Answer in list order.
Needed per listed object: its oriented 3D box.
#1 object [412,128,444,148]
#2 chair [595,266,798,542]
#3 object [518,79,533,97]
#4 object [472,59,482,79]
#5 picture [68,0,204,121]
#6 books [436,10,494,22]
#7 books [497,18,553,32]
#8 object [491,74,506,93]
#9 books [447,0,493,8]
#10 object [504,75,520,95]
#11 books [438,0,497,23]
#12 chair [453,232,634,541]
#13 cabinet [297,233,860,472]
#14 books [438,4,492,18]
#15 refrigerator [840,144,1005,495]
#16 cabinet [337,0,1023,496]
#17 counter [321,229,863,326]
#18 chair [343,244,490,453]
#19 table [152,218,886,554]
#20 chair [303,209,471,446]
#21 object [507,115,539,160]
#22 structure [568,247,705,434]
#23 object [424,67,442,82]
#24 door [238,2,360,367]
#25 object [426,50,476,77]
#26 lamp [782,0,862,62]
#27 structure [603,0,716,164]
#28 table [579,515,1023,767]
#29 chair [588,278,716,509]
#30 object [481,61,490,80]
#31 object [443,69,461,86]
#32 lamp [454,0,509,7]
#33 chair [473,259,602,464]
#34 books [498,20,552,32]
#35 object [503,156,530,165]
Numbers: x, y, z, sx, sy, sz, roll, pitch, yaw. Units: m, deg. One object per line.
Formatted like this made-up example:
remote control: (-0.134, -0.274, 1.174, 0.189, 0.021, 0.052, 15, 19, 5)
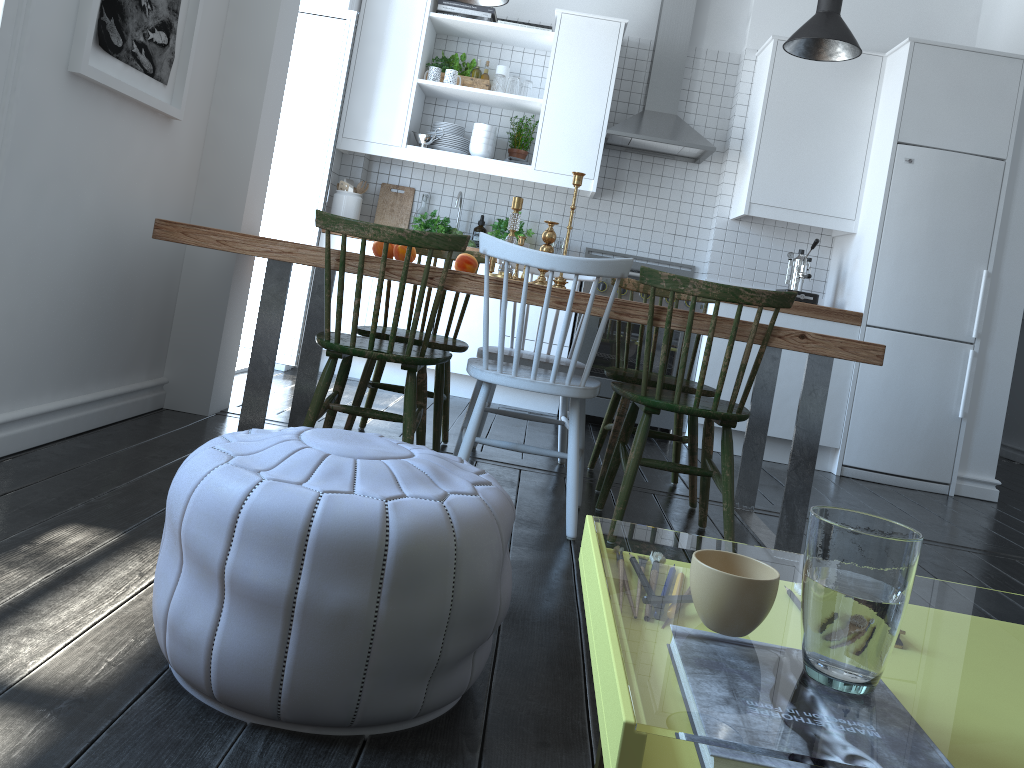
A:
object: (-0.514, -1.487, 5.321, 0.211, 0.135, 0.102, 11, 2, 14)
chair: (0.539, 0.078, 2.763, 0.467, 0.827, 0.486, 10, 1, 0)
object: (0.082, -1.788, 5.363, 0.085, 0.119, 0.087, 9, 2, -29)
object: (-0.223, -1.922, 5.514, 0.059, 0.225, 0.060, 10, 0, -15)
picture: (-1.142, -1.339, 2.777, 0.083, 0.887, 0.689, 10, 2, 1)
books: (-0.283, -2.242, 5.488, 0.351, 0.044, 0.260, 10, 6, 4)
books: (0.084, -2.201, 5.478, 0.341, 0.016, 0.276, 10, 6, 3)
object: (-0.080, -1.812, 5.332, 0.087, 0.119, 0.085, 11, 2, 25)
books: (-0.278, -2.345, 5.487, 0.326, 0.038, 0.260, 10, 6, 4)
object: (0.004, -1.795, 5.313, 0.087, 0.119, 0.085, 11, 2, 25)
books: (-0.271, -2.310, 5.491, 0.351, 0.030, 0.289, 10, 6, 2)
chair: (0.065, -0.011, 2.745, 0.466, 0.842, 0.510, 10, 1, 2)
cabinet: (0.298, -0.239, 5.242, 3.194, 0.815, 0.729, 11, 3, 10)
books: (-0.288, -2.280, 5.479, 0.328, 0.030, 0.261, 10, 6, 0)
refrigerator: (2.203, -0.377, 4.985, 0.577, 1.801, 0.681, 10, 0, 2)
cabinet: (0.744, -0.946, 5.206, 3.797, 2.372, 0.779, 10, 0, 6)
counter: (0.363, -0.661, 5.187, 3.101, 0.073, 0.850, 10, 6, 2)
chair: (-0.389, -0.170, 3.526, 0.467, 0.827, 0.486, 10, 1, 0)
table: (-0.034, -0.010, 3.139, 2.228, 0.716, 1.022, 10, 4, 2)
chair: (-0.419, -0.091, 2.782, 0.467, 0.827, 0.486, 10, 1, 0)
object: (0.058, -1.526, 5.535, 0.167, 0.366, 0.169, 11, 1, 39)
structure: (0.712, -0.269, 5.231, 0.701, 1.019, 0.723, 10, 2, 2)
object: (-0.481, -1.878, 5.380, 0.082, 0.100, 0.110, 9, 4, -29)
door: (-1.317, -1.142, 4.939, 0.585, 2.026, 0.105, 10, 0, -4)
object: (-0.396, -1.970, 5.535, 0.346, 0.254, 0.164, 9, 2, -8)
lamp: (1.643, -2.146, 4.447, 0.386, 0.939, 0.385, 10, 1, 10)
structure: (0.981, -2.064, 5.339, 0.634, 1.304, 0.529, 10, 1, 2)
table: (0.749, 0.538, 0.922, 1.401, 0.399, 0.603, 10, 4, 2)
chair: (0.569, -0.001, 3.507, 0.467, 0.827, 0.486, 10, 1, 0)
object: (-0.171, -1.922, 5.556, 0.056, 0.233, 0.056, 10, 0, 5)
object: (-0.360, -1.854, 5.359, 0.108, 0.100, 0.083, 9, 2, -9)
lamp: (-1.391, -1.922, 4.618, 2.702, 2.511, 0.492, 10, 0, 2)
chair: (0.088, -0.097, 3.544, 0.466, 0.842, 0.510, 10, 1, 2)
books: (0.080, -2.174, 5.469, 0.350, 0.038, 0.262, 10, 6, 1)
object: (0.015, -1.355, 5.401, 0.245, 0.042, 0.279, 9, 6, -6)
